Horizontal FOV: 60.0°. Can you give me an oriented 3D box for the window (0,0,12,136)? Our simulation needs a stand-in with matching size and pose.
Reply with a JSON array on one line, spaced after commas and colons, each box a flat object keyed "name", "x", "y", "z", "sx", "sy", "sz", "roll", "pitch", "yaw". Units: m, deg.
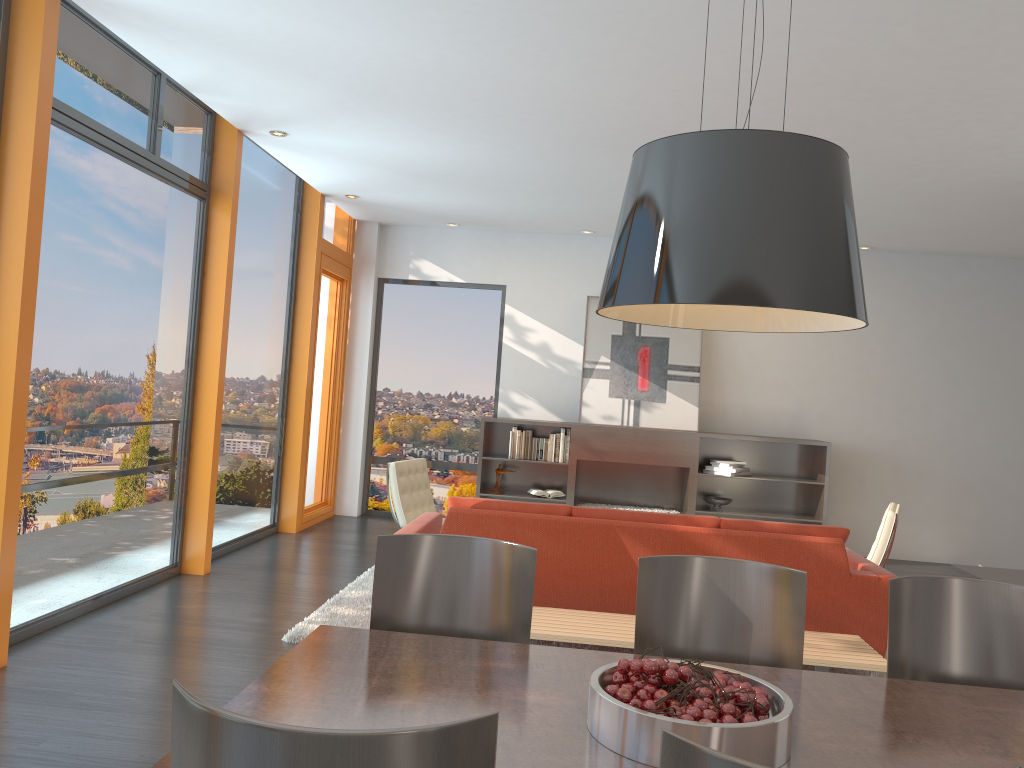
[{"name": "window", "x": -2.549, "y": -0.411, "z": 2.586, "sx": 0.070, "sy": 3.346, "sz": 2.923, "roll": 4, "pitch": -1, "yaw": 5}]

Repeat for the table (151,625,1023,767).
[{"name": "table", "x": 0.441, "y": 1.136, "z": 1.866, "sx": 2.151, "sy": 0.765, "sz": 1.171, "roll": 4, "pitch": -1, "yaw": 5}]

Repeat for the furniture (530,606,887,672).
[{"name": "furniture", "x": 0.657, "y": 1.329, "z": 4.155, "sx": 2.006, "sy": 0.357, "sz": 0.492, "roll": 4, "pitch": -1, "yaw": 5}]

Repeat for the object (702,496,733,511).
[{"name": "object", "x": 2.030, "y": 1.191, "z": 8.771, "sx": 0.309, "sy": 0.117, "sz": 0.308, "roll": 3, "pitch": -1, "yaw": 39}]

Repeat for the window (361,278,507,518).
[{"name": "window", "x": -0.815, "y": -0.204, "z": 9.608, "sx": 1.410, "sy": 3.341, "sz": 0.065, "roll": 4, "pitch": -1, "yaw": 5}]

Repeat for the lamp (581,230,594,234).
[{"name": "lamp", "x": 0.780, "y": -1.573, "z": 9.185, "sx": 0.129, "sy": 0.010, "sz": 0.129, "roll": 5, "pitch": -1, "yaw": -40}]

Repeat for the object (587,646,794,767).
[{"name": "object", "x": 0.379, "y": 0.672, "z": 1.899, "sx": 0.427, "sy": 0.154, "sz": 0.427, "roll": 5, "pitch": -1, "yaw": -41}]

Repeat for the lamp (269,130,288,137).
[{"name": "lamp", "x": -1.661, "y": -1.778, "z": 6.300, "sx": 0.129, "sy": 0.010, "sz": 0.129, "roll": 5, "pitch": -1, "yaw": -40}]

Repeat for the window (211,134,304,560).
[{"name": "window", "x": -2.148, "y": -0.327, "z": 7.275, "sx": 0.070, "sy": 3.346, "sz": 1.843, "roll": 4, "pitch": -1, "yaw": 5}]

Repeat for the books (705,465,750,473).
[{"name": "books", "x": 2.132, "y": 0.840, "z": 8.774, "sx": 0.314, "sy": 0.038, "sz": 0.398, "roll": 4, "pitch": -1, "yaw": 34}]

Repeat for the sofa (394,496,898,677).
[{"name": "sofa", "x": 0.682, "y": 1.093, "z": 5.011, "sx": 2.597, "sy": 0.852, "sz": 1.038, "roll": 4, "pitch": -1, "yaw": 5}]

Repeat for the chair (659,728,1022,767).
[{"name": "chair", "x": 0.422, "y": 0.974, "z": 1.358, "sx": 0.548, "sy": 0.968, "sz": 0.614, "roll": 4, "pitch": -1, "yaw": 5}]

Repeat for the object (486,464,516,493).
[{"name": "object", "x": -0.115, "y": 0.959, "z": 8.999, "sx": 0.245, "sy": 0.290, "sz": 0.201, "roll": 4, "pitch": -1, "yaw": 25}]

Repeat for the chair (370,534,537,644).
[{"name": "chair", "x": -0.209, "y": 0.943, "z": 2.416, "sx": 0.548, "sy": 0.968, "sz": 0.614, "roll": 4, "pitch": -1, "yaw": 5}]

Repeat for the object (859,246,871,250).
[{"name": "object", "x": 3.579, "y": -1.381, "z": 9.004, "sx": 0.129, "sy": 0.010, "sz": 0.129, "roll": 5, "pitch": -1, "yaw": -40}]

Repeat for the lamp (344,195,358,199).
[{"name": "lamp", "x": -1.494, "y": -1.743, "z": 8.252, "sx": 0.129, "sy": 0.010, "sz": 0.129, "roll": 5, "pitch": -1, "yaw": -40}]

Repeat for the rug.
[{"name": "rug", "x": 0.779, "y": 1.534, "z": 6.089, "sx": 3.772, "sy": 0.043, "sz": 2.983, "roll": 4, "pitch": -1, "yaw": 5}]

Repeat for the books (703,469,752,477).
[{"name": "books", "x": 2.129, "y": 0.877, "z": 8.773, "sx": 0.314, "sy": 0.038, "sz": 0.398, "roll": 3, "pitch": -1, "yaw": 44}]

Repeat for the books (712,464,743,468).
[{"name": "books", "x": 2.134, "y": 0.811, "z": 8.774, "sx": 0.210, "sy": 0.020, "sz": 0.300, "roll": 4, "pitch": -1, "yaw": 34}]

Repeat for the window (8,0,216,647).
[{"name": "window", "x": -2.326, "y": -0.364, "z": 5.199, "sx": 0.070, "sy": 3.346, "sz": 2.104, "roll": 4, "pitch": -1, "yaw": 5}]

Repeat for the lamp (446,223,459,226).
[{"name": "lamp", "x": -0.625, "y": -1.670, "z": 9.308, "sx": 0.129, "sy": 0.010, "sz": 0.129, "roll": 5, "pitch": -1, "yaw": -40}]

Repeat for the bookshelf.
[{"name": "bookshelf", "x": 1.362, "y": 1.031, "z": 8.914, "sx": 3.387, "sy": 1.163, "sz": 0.570, "roll": 4, "pitch": -1, "yaw": 5}]

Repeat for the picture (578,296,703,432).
[{"name": "picture", "x": 1.330, "y": -0.218, "z": 9.100, "sx": 1.208, "sy": 1.338, "sz": 0.269, "roll": 4, "pitch": -1, "yaw": 5}]

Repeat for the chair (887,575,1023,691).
[{"name": "chair", "x": 1.245, "y": 1.043, "z": 2.289, "sx": 0.548, "sy": 0.968, "sz": 0.614, "roll": 4, "pitch": -1, "yaw": 5}]

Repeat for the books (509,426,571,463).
[{"name": "books", "x": 0.286, "y": 0.593, "z": 8.921, "sx": 0.592, "sy": 0.340, "sz": 0.324, "roll": 4, "pitch": -1, "yaw": 5}]

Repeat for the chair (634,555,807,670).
[{"name": "chair", "x": 0.551, "y": 0.995, "z": 2.349, "sx": 0.548, "sy": 0.968, "sz": 0.614, "roll": 4, "pitch": -1, "yaw": 5}]

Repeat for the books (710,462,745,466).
[{"name": "books", "x": 2.135, "y": 0.791, "z": 8.775, "sx": 0.210, "sy": 0.020, "sz": 0.300, "roll": 3, "pitch": -1, "yaw": 45}]

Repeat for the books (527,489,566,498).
[{"name": "books", "x": 0.346, "y": 1.101, "z": 8.922, "sx": 0.336, "sy": 0.064, "sz": 0.234, "roll": 4, "pitch": -1, "yaw": -15}]

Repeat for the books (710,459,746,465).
[{"name": "books", "x": 2.137, "y": 0.771, "z": 8.775, "sx": 0.300, "sy": 0.020, "sz": 0.210, "roll": 4, "pitch": -1, "yaw": -5}]

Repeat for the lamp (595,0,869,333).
[{"name": "lamp", "x": 0.518, "y": -0.925, "z": 1.926, "sx": 0.567, "sy": 1.580, "sz": 0.567, "roll": 3, "pitch": -1, "yaw": 34}]

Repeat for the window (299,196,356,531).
[{"name": "window", "x": -1.917, "y": -0.292, "z": 8.871, "sx": 0.211, "sy": 3.346, "sz": 1.156, "roll": 4, "pitch": -1, "yaw": 5}]

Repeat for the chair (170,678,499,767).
[{"name": "chair", "x": -0.272, "y": 0.927, "z": 1.419, "sx": 0.548, "sy": 0.968, "sz": 0.614, "roll": 4, "pitch": -1, "yaw": 5}]

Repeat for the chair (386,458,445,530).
[{"name": "chair", "x": -0.600, "y": 1.032, "z": 7.023, "sx": 0.707, "sy": 0.817, "sz": 0.700, "roll": 4, "pitch": -1, "yaw": 15}]

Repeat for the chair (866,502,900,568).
[{"name": "chair", "x": 2.324, "y": 1.225, "z": 6.140, "sx": 0.707, "sy": 0.817, "sz": 0.699, "roll": 4, "pitch": -1, "yaw": 25}]
